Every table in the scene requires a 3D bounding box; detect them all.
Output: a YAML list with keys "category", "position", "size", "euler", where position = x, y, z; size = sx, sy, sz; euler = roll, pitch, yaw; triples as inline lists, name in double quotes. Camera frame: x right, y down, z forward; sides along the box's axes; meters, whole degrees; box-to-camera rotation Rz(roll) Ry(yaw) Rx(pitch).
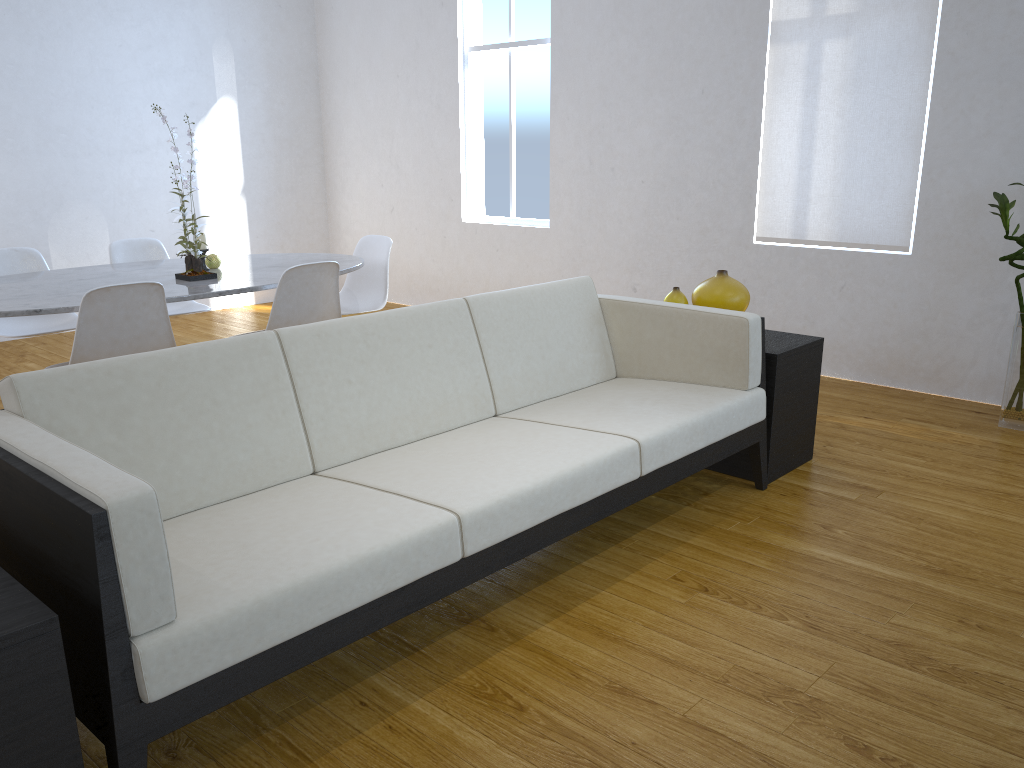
- category: "table"
  position: [-1.405, -0.117, 3.550]
  size: [1.066, 0.628, 1.901]
  euler: [13, 20, 40]

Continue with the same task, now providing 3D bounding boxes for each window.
- category: "window"
  position: [-0.001, -2.058, 5.391]
  size: [0.771, 2.147, 0.073]
  euler: [14, 22, 40]

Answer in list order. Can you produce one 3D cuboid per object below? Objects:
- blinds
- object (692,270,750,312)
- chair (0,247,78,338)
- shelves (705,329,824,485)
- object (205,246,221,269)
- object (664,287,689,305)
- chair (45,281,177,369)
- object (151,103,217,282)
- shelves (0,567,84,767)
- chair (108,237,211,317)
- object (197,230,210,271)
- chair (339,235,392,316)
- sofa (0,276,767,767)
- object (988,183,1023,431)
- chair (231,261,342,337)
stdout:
- category: "blinds"
  position: [1.510, -1.680, 3.949]
  size: [0.759, 2.129, 0.007]
  euler: [14, 22, 40]
- category: "object"
  position: [0.760, -0.305, 3.229]
  size: [0.207, 0.217, 0.205]
  euler: [-2, 16, -6]
- category: "chair"
  position: [-2.016, -0.381, 3.726]
  size: [0.418, 0.355, 0.403]
  euler: [13, 20, 39]
- category: "shelves"
  position: [0.710, 0.027, 3.288]
  size: [0.727, 0.455, 0.347]
  euler: [13, 21, 41]
- category: "object"
  position: [-1.243, -0.527, 3.681]
  size: [0.063, 0.092, 0.062]
  euler: [0, 16, 0]
- category: "object"
  position: [0.592, -0.270, 3.211]
  size: [0.095, 0.162, 0.095]
  euler: [-2, 16, -6]
- category: "chair"
  position: [-1.352, -0.185, 2.978]
  size: [0.404, 0.355, 0.417]
  euler: [-15, 21, -42]
- category: "object"
  position: [-1.225, -0.711, 3.327]
  size: [0.166, 0.644, 0.200]
  euler: [-6, 17, -18]
- category: "shelves"
  position: [-1.045, 0.526, 1.469]
  size: [0.727, 0.455, 0.347]
  euler: [13, 21, 41]
- category: "chair"
  position: [-1.645, -0.482, 4.093]
  size: [0.404, 0.355, 0.417]
  euler: [-15, 21, -43]
- category: "object"
  position: [-1.265, -0.552, 3.610]
  size: [0.059, 0.178, 0.058]
  euler: [8, 18, 27]
- category: "chair"
  position: [-0.778, -0.502, 4.148]
  size: [0.404, 0.355, 0.417]
  euler: [15, 22, 43]
- category: "sofa"
  position: [0.345, 0.295, 1.897]
  size: [9.686, 0.685, 5.312]
  euler: [13, 20, 41]
- category: "object"
  position: [2.069, -0.319, 3.525]
  size: [0.483, 0.989, 0.377]
  euler: [4, 17, 15]
- category: "chair"
  position: [-0.875, -0.312, 3.441]
  size: [0.418, 0.355, 0.404]
  euler: [13, 21, 40]
